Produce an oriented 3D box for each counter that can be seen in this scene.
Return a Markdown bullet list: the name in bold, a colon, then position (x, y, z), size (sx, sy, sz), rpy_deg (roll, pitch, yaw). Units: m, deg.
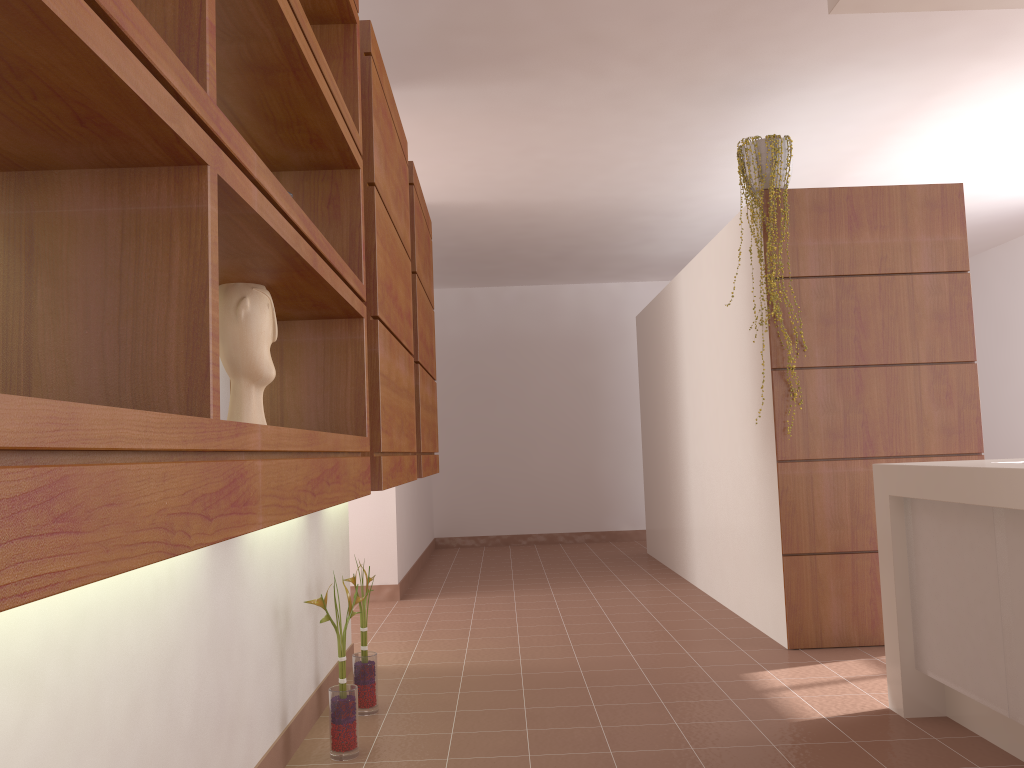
- **counter**: position (1.644, 0.568, 1.870), size (0.821, 0.800, 2.156), rpy_deg (-2, -4, -1)

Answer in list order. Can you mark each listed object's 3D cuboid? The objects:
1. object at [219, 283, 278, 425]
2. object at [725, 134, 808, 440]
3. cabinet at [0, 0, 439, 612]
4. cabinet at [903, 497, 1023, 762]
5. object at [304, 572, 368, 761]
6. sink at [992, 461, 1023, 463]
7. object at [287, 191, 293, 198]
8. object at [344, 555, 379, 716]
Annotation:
- **object**: position (-0.474, -0.050, 1.566), size (0.100, 0.284, 0.100), rpy_deg (-5, -5, 29)
- **object**: position (1.141, -0.423, 3.922), size (0.297, 1.344, 0.279), rpy_deg (2, -6, -41)
- **cabinet**: position (-0.712, -0.350, 1.862), size (0.754, 1.200, 4.718), rpy_deg (-2, -4, -1)
- **cabinet**: position (1.651, 0.613, 1.810), size (0.737, 0.700, 2.048), rpy_deg (-2, -4, -1)
- **object**: position (-0.508, 0.835, 2.650), size (0.087, 0.546, 0.296), rpy_deg (-3, -5, 15)
- **sink**: position (1.622, 0.197, 2.321), size (0.404, 0.368, 0.668), rpy_deg (-2, -4, -1)
- **object**: position (-0.470, -0.316, 1.764), size (0.054, 0.165, 0.065), rpy_deg (-3, -5, 15)
- **object**: position (-0.516, 0.870, 3.094), size (0.087, 0.546, 0.296), rpy_deg (-2, -4, 0)
